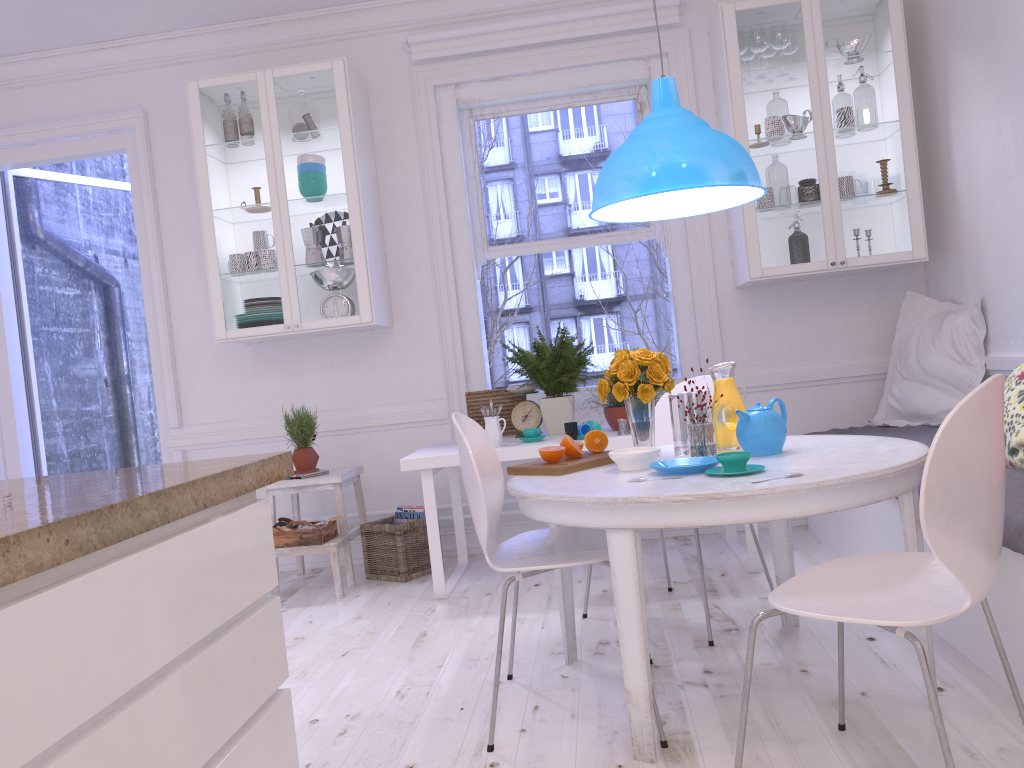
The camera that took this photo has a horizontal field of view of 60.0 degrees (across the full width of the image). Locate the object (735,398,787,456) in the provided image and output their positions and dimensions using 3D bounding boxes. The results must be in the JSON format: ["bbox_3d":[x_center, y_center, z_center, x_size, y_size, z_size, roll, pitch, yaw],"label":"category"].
[{"bbox_3d":[0.711,0.122,2.517,0.156,0.151,0.150,-6,1,9],"label":"object"}]

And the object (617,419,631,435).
[{"bbox_3d":[0.475,0.179,3.735,0.066,0.067,0.052,-6,1,6],"label":"object"}]

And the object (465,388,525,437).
[{"bbox_3d":[-0.073,0.144,4.387,0.294,0.237,0.028,-6,1,6],"label":"object"}]

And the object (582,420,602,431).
[{"bbox_3d":[0.339,0.184,3.756,0.069,0.059,0.082,-6,1,-17],"label":"object"}]

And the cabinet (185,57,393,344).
[{"bbox_3d":[-1.131,-0.906,4.550,0.823,1.311,0.425,-6,1,6],"label":"cabinet"}]

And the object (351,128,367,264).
[{"bbox_3d":[-1.129,-0.906,4.571,0.811,0.651,0.376,-6,1,6],"label":"object"}]

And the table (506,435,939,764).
[{"bbox_3d":[0.584,0.529,2.500,1.140,0.629,1.140,-6,1,34],"label":"table"}]

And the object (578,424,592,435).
[{"bbox_3d":[0.303,0.195,3.748,0.069,0.058,0.080,-7,1,-22],"label":"object"}]

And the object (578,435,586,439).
[{"bbox_3d":[0.321,0.219,3.750,0.121,0.021,0.121,-7,1,-44],"label":"object"}]

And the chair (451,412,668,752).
[{"bbox_3d":[0.121,0.473,2.447,0.483,0.845,0.604,-6,1,6],"label":"chair"}]

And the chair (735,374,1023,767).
[{"bbox_3d":[0.734,0.419,1.748,0.483,0.845,0.604,-5,1,41],"label":"chair"}]

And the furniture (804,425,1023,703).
[{"bbox_3d":[1.606,0.476,2.692,0.769,0.508,3.296,-6,1,6],"label":"furniture"}]

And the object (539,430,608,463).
[{"bbox_3d":[0.173,0.192,2.746,0.129,0.075,0.285,-5,1,42],"label":"object"}]

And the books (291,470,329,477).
[{"bbox_3d":[-1.047,0.439,4.339,0.246,0.007,0.180,-5,1,36],"label":"books"}]

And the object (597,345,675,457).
[{"bbox_3d":[0.397,0.053,2.746,0.234,0.351,0.235,-7,1,-29],"label":"object"}]

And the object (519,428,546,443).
[{"bbox_3d":[0.089,0.225,3.881,0.121,0.055,0.121,-7,1,-44],"label":"object"}]

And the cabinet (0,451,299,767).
[{"bbox_3d":[-0.732,0.590,1.063,0.654,0.842,1.167,-6,1,6],"label":"cabinet"}]

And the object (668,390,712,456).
[{"bbox_3d":[0.554,0.119,2.724,0.101,0.186,0.122,-5,1,36],"label":"object"}]

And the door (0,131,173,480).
[{"bbox_3d":[-2.369,-0.132,5.464,1.009,2.474,1.021,-6,1,6],"label":"door"}]

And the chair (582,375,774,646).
[{"bbox_3d":[0.587,0.410,3.196,0.483,0.845,0.604,-7,1,-39],"label":"chair"}]

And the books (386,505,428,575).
[{"bbox_3d":[-0.535,0.766,4.368,0.221,0.306,0.205,-5,1,39],"label":"books"}]

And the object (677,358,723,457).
[{"bbox_3d":[0.537,0.073,2.505,0.128,0.287,0.128,-6,1,7],"label":"object"}]

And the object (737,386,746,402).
[{"bbox_3d":[0.978,0.078,3.996,0.127,0.152,0.115,-6,1,-12],"label":"object"}]

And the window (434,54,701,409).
[{"bbox_3d":[0.301,-0.759,4.757,1.234,1.782,0.181,-6,1,6],"label":"window"}]

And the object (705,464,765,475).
[{"bbox_3d":[0.554,0.216,2.203,0.147,0.011,0.147,-6,1,8],"label":"object"}]

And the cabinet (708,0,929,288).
[{"bbox_3d":[1.462,-1.183,4.295,0.823,1.311,0.425,-6,1,6],"label":"cabinet"}]

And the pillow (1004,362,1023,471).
[{"bbox_3d":[1.711,0.028,2.702,0.509,0.447,0.592,-6,1,11],"label":"pillow"}]

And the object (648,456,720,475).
[{"bbox_3d":[0.460,0.217,2.340,0.196,0.023,0.196,-6,1,-7],"label":"object"}]

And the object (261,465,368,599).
[{"bbox_3d":[-0.964,0.714,4.307,0.418,0.534,0.599,-6,1,6],"label":"object"}]

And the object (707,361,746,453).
[{"bbox_3d":[0.653,0.068,2.688,0.094,0.267,0.116,-6,1,32],"label":"object"}]

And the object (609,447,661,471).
[{"bbox_3d":[0.348,0.212,2.501,0.147,0.052,0.147,-7,1,-42],"label":"object"}]

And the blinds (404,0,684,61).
[{"bbox_3d":[0.157,-1.815,4.553,1.451,0.131,0.136,-6,1,6],"label":"blinds"}]

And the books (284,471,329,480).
[{"bbox_3d":[-1.046,0.447,4.340,0.246,0.011,0.180,-5,1,36],"label":"books"}]

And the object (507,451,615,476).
[{"bbox_3d":[0.184,0.240,2.722,0.347,0.024,0.224,-7,1,-44],"label":"object"}]

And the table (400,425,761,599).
[{"bbox_3d":[0.347,0.534,4.011,1.514,0.619,0.736,-6,1,6],"label":"table"}]

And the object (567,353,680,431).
[{"bbox_3d":[0.542,0.035,4.005,0.668,0.367,0.531,-6,1,30],"label":"object"}]

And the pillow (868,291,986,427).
[{"bbox_3d":[1.945,-0.127,4.114,0.374,0.642,0.677,-7,1,-24],"label":"pillow"}]

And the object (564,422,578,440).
[{"bbox_3d":[0.245,0.200,3.693,0.055,0.077,0.070,-6,1,31],"label":"object"}]

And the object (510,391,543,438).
[{"bbox_3d":[0.072,0.144,4.266,0.159,0.208,0.185,-6,1,6],"label":"object"}]

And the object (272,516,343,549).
[{"bbox_3d":[-0.973,0.677,4.099,0.358,0.110,0.211,-6,1,8],"label":"object"}]

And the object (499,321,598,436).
[{"bbox_3d":[0.187,-0.028,4.134,0.438,0.527,0.368,-6,1,6],"label":"object"}]

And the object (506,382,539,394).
[{"bbox_3d":[0.055,0.019,4.275,0.163,0.047,0.164,-7,1,-35],"label":"object"}]

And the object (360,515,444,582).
[{"bbox_3d":[-0.540,0.801,4.359,0.276,0.270,0.276,-5,1,39],"label":"object"}]

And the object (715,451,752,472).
[{"bbox_3d":[0.552,0.195,2.203,0.088,0.043,0.088,-6,1,13],"label":"object"}]

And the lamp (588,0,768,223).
[{"bbox_3d":[0.425,-1.541,2.841,0.568,1.948,0.568,-5,1,40],"label":"lamp"}]

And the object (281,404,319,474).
[{"bbox_3d":[-1.016,0.247,4.321,0.186,0.367,0.196,-7,1,-40],"label":"object"}]
